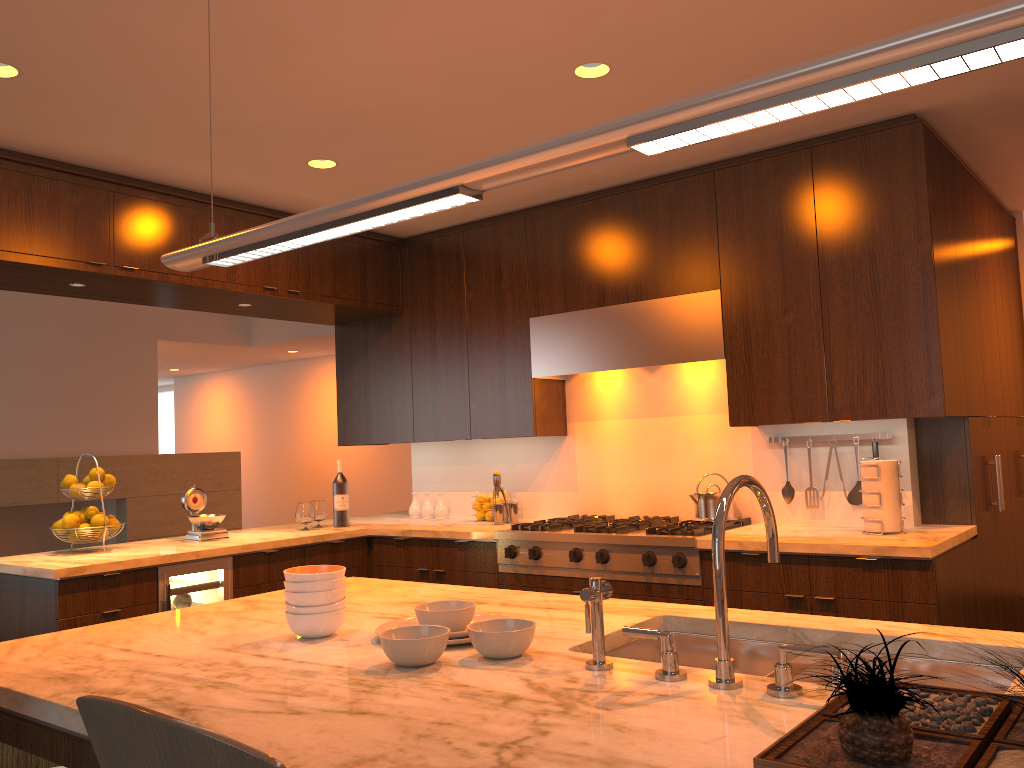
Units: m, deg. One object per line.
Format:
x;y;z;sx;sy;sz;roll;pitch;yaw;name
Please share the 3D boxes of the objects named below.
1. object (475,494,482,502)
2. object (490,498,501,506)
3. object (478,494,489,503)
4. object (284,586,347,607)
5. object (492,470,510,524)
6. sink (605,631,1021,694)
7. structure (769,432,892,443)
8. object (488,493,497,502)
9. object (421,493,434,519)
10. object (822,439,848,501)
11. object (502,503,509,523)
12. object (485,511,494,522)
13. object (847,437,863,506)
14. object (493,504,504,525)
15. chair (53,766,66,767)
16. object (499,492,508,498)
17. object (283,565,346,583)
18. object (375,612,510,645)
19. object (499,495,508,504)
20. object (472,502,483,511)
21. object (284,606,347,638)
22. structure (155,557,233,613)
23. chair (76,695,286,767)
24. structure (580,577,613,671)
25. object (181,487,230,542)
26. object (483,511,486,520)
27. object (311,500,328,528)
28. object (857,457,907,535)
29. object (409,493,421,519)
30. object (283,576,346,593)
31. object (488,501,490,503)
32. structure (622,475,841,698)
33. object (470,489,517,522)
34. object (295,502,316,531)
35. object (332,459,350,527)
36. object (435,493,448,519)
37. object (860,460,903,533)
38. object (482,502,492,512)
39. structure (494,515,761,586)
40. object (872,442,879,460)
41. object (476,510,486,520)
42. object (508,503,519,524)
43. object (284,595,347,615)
-0.179;0.649;4.992;0.052;0.060;0.057;0;-5;-31;object
-0.090;0.659;4.915;0.061;0.052;0.053;-2;-4;-6;object
-0.160;0.640;4.944;0.063;0.051;0.053;-5;-5;28;object
-0.445;0.494;2.011;0.140;0.062;0.139;-5;-5;38;object
-0.081;0.605;4.731;0.101;0.288;0.088;-1;-4;-22;object
0.534;0.632;1.684;0.813;0.176;0.457;-5;-5;38;sink
1.408;0.241;3.953;0.541;0.031;0.048;-6;-5;41;structure
-0.113;0.638;4.980;0.051;0.053;0.063;-1;-4;-18;object
-0.507;0.732;5.333;0.079;0.154;0.079;-4;-4;21;object
1.420;0.381;3.929;0.114;0.271;0.008;-5;-5;38;object
-0.021;0.700;4.819;0.060;0.106;0.060;-1;-4;-20;object
-0.118;0.734;4.924;0.064;0.063;0.074;-2;-4;1;object
1.518;0.381;3.874;0.112;0.303;0.036;-5;-5;38;object
-0.072;0.694;4.711;0.060;0.106;0.060;-1;-4;-20;object
-0.922;0.955;1.628;0.520;1.047;0.506;-6;-6;43;chair
-0.048;0.640;5.022;0.050;0.060;0.059;-1;-4;-20;object
-0.447;0.451;2.015;0.139;0.062;0.140;2;-6;-44;object
-0.145;0.543;1.954;0.310;0.021;0.309;-5;-5;38;object
-0.046;0.648;4.954;0.051;0.053;0.063;-2;-4;-6;object
-0.192;0.687;4.964;0.063;0.051;0.053;-6;-5;39;object
-0.444;0.540;2.009;0.140;0.059;0.139;-5;-5;29;object
0.048;1.187;4.142;3.400;0.862;3.060;-5;-5;38;structure
-0.272;0.896;1.177;0.520;1.047;0.506;-5;-5;38;chair
0.154;0.436;1.619;0.050;0.161;0.067;-5;-5;38;structure
-1.570;0.662;4.531;0.231;0.266;0.191;-6;-5;41;object
-0.158;0.742;5.005;0.061;0.053;0.053;-4;-4;23;object
-1.098;0.736;5.022;0.112;0.151;0.112;0;-5;-34;object
1.494;0.451;3.601;0.168;0.304;0.160;-2;-4;-8;object
-0.591;0.741;5.401;0.079;0.154;0.079;-4;-4;21;object
-0.446;0.472;2.013;0.140;0.064;0.139;-3;-4;12;object
-0.141;0.685;4.991;0.064;0.053;0.051;-1;-4;-16;object
0.383;0.327;1.488;0.321;0.341;0.310;-1;-4;-15;structure
-0.101;0.681;4.981;0.207;0.175;0.189;-5;-5;36;object
-1.135;0.727;4.873;0.112;0.151;0.112;0;-5;-34;object
-0.968;0.616;5.013;0.095;0.378;0.094;0;-5;-27;object
-0.422;0.724;5.264;0.079;0.154;0.079;-4;-4;21;object
1.495;0.453;3.591;0.144;0.286;0.149;-4;-4;19;object
-0.138;0.684;4.935;0.052;0.053;0.062;-6;-6;42;object
0.570;0.676;4.267;1.067;0.422;0.824;-5;-5;38;structure
1.569;0.389;3.812;0.063;0.281;0.063;-3;-4;15;object
-0.174;0.732;4.950;0.060;0.057;0.052;-1;-4;-17;object
0.008;0.693;4.750;0.060;0.106;0.060;-1;-4;-20;object
-0.444;0.515;2.010;0.140;0.068;0.139;-4;-4;21;object
